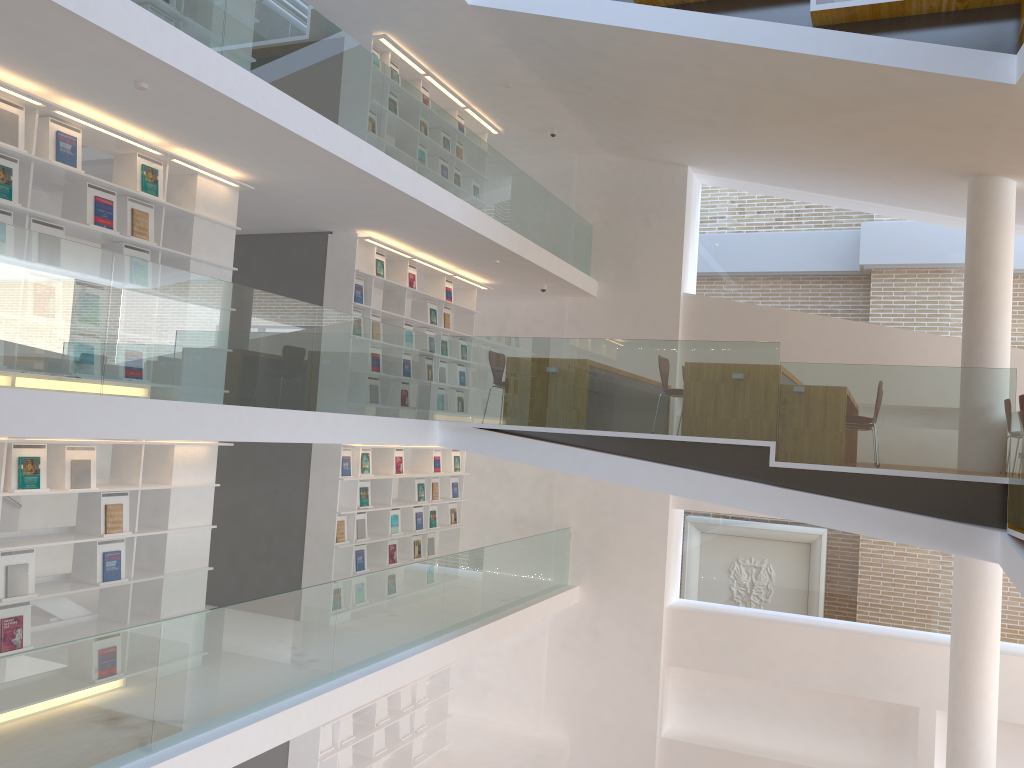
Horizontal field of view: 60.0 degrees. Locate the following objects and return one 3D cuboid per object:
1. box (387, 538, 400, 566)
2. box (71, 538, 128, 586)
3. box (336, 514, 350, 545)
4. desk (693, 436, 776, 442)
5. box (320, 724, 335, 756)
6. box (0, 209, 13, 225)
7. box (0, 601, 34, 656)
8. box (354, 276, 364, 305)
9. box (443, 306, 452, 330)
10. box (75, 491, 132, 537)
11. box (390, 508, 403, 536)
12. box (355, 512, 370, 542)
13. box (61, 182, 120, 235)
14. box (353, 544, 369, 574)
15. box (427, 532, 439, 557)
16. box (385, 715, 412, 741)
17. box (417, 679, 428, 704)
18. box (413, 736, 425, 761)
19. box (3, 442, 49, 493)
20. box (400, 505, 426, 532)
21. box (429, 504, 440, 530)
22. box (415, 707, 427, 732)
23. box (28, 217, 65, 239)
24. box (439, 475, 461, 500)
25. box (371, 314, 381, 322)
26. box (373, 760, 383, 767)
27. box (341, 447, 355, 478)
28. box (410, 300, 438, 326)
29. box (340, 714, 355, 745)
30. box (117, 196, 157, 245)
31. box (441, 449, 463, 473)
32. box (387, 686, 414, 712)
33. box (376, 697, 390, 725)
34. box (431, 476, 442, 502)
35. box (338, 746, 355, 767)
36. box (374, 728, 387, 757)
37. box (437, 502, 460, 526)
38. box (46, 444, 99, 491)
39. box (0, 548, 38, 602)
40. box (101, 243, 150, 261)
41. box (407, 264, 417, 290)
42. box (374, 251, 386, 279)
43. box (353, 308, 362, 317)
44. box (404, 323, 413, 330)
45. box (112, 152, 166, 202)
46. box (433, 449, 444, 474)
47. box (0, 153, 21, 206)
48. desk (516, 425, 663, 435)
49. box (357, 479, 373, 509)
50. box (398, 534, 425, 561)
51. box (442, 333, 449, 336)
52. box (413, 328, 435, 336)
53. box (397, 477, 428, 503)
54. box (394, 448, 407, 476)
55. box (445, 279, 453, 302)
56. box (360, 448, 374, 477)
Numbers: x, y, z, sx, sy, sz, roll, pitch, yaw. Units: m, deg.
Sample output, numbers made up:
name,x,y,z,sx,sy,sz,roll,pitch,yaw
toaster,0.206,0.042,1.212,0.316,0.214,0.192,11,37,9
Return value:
name,x,y,z,sx,sy,sz,roll,pitch,yaw
box,-1.408,1.843,9.837,0.274,0.296,0.245,2,-3,23
box,-2.866,1.226,6.193,0.274,0.296,0.245,2,-3,23
box,-1.798,1.437,8.880,0.274,0.296,0.245,2,-3,23
desk,2.585,0.339,8.457,1.248,0.757,3.196,2,-3,23
box,-1.930,3.467,8.773,0.274,0.296,0.245,2,-3,23
box,-3.158,-0.908,5.298,0.274,0.296,0.245,2,-3,23
box,-3.166,1.501,5.516,0.274,0.296,0.245,2,-3,23
box,-1.646,-0.945,9.000,0.274,0.296,0.245,2,-3,23
box,-0.877,-0.799,10.819,0.274,0.296,0.245,2,-3,23
box,-2.845,0.899,6.209,0.274,0.296,0.245,2,-3,23
box,-1.381,1.516,9.867,0.274,0.296,0.245,2,-3,23
box,-1.652,1.465,9.225,0.274,0.296,0.245,2,-3,23
box,-2.844,-1.183,6.006,0.274,0.296,0.245,2,-3,23
box,-1.658,1.795,9.244,0.274,0.296,0.245,2,-3,23
box,-1.049,1.911,10.685,0.274,0.296,0.245,2,-3,23
box,-1.319,3.914,10.249,0.274,0.296,0.245,2,-3,23
box,-1.167,3.612,10.577,0.274,0.296,0.245,2,-3,23
box,-1.205,4.267,10.551,0.274,0.296,0.245,2,-3,23
box,-3.099,0.519,5.577,0.274,0.296,0.245,2,-3,23
box,-1.172,1.556,10.361,0.274,0.296,0.245,2,-3,23
box,-1.035,1.582,10.684,0.274,0.296,0.245,2,-3,23
box,-1.180,3.941,10.578,0.274,0.296,0.245,2,-3,23
box,-3.014,-0.881,5.637,0.274,0.296,0.245,2,-3,23
box,-0.806,1.293,11.193,0.274,0.296,0.245,2,-3,23
box,-1.519,-0.589,9.334,0.274,0.296,0.245,2,-3,23
box,-1.560,4.201,9.712,0.274,0.296,0.245,2,-3,23
box,-1.755,0.785,8.916,0.274,0.296,0.245,2,-3,23
box,-1.018,-0.825,10.487,0.274,0.296,0.245,2,-3,23
box,-1.784,3.494,9.118,0.274,0.296,0.245,2,-3,23
box,-2.712,-1.155,6.318,0.274,0.296,0.245,2,-3,23
box,-0.785,0.966,11.211,0.274,0.296,0.245,2,-3,23
box,-1.303,3.586,10.254,0.274,0.296,0.245,2,-3,23
box,-1.512,3.546,9.760,0.274,0.296,0.245,2,-3,23
box,-1.010,1.255,10.711,0.274,0.296,0.245,2,-3,23
box,-1.790,3.825,9.136,0.274,0.296,0.245,2,-3,23
box,-1.539,3.873,9.729,0.274,0.296,0.245,2,-3,23
box,-0.822,1.622,11.188,0.274,0.296,0.245,2,-3,23
box,-4.391,2.032,2.678,0.498,3.764,7.125,2,-3,23
box,-3.147,1.173,5.528,0.274,0.296,0.245,2,-3,23
box,-2.733,-0.827,6.302,0.274,0.296,0.245,2,-3,23
box,-1.212,-1.195,9.989,0.274,0.296,0.245,2,-3,23
box,-1.478,-1.243,9.367,0.274,0.296,0.245,2,-3,23
box,-1.665,-0.617,8.989,0.274,0.296,0.245,2,-3,23
box,-1.248,-0.537,9.976,0.274,0.296,0.245,2,-3,23
box,-2.672,-1.479,6.380,0.274,0.296,0.245,2,-3,23
box,-0.989,0.928,10.728,0.274,0.296,0.245,2,-3,23
box,-3.135,-1.235,5.320,0.274,0.296,0.245,2,-3,23
desk,0.905,0.193,9.180,0.760,0.606,3.194,2,-3,23
box,-1.622,1.134,9.264,0.274,0.296,0.245,2,-3,23
box,-1.188,1.885,10.356,0.274,0.296,0.245,2,-3,23
box,-0.902,-0.472,10.793,0.274,0.296,0.245,2,-3,23
box,-1.039,-0.498,10.470,0.274,0.296,0.245,2,-3,23
box,-1.151,1.229,10.378,0.274,0.296,0.245,2,-3,23
box,-1.345,0.859,9.881,0.274,0.296,0.245,2,-3,23
box,-0.856,-1.125,10.837,0.274,0.296,0.245,2,-3,23
box,-1.610,0.810,9.258,0.274,0.296,0.245,2,-3,23
